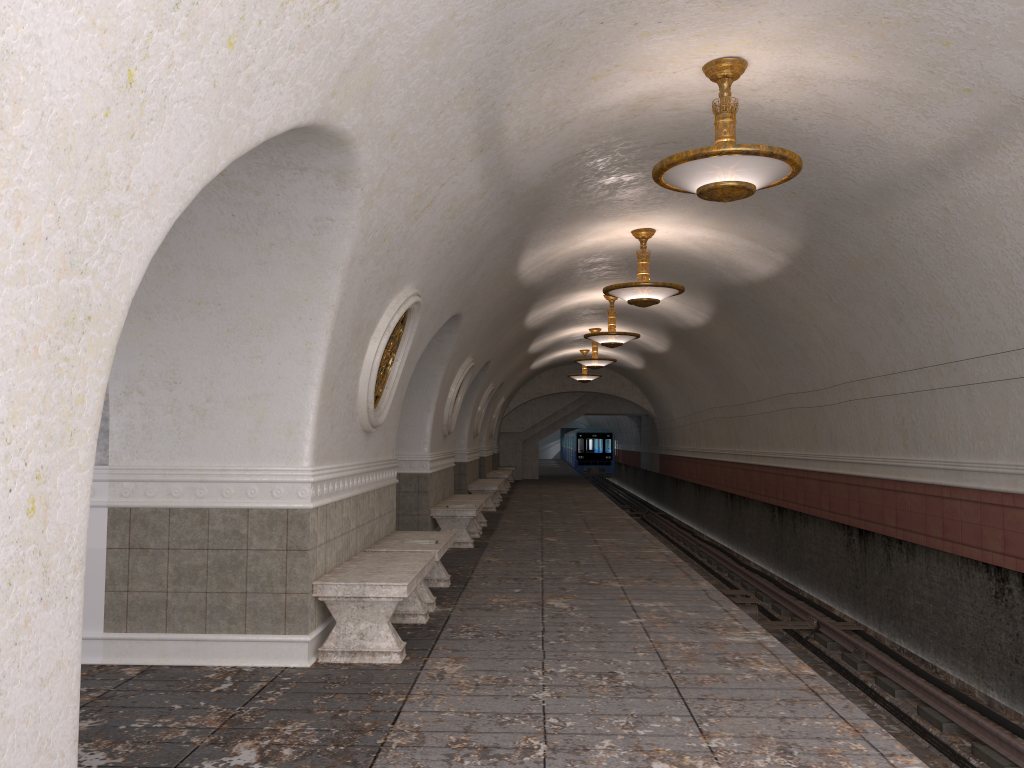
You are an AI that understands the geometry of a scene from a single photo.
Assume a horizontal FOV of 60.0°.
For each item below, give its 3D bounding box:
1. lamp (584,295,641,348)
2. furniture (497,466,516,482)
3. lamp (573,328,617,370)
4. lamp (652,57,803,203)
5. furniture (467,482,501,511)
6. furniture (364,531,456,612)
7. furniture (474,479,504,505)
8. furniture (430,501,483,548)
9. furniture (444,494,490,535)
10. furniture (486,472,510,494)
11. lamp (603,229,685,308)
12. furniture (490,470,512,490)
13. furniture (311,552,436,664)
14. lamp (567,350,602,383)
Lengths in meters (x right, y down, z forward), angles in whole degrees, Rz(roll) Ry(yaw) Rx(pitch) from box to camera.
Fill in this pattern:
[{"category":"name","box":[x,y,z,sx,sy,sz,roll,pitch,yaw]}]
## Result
[{"category":"lamp","box":[1.780,-1.109,15.797,1.008,0.955,1.008,-1,-4,18]},{"category":"furniture","box":[-0.174,3.101,30.550,0.613,0.508,1.509,0,-4,2]},{"category":"lamp","box":[1.931,-0.801,20.613,1.008,0.955,1.008,-1,-4,18]},{"category":"lamp","box":[1.475,-1.727,6.129,1.008,0.955,1.008,1,-4,-14]},{"category":"furniture","box":[-0.560,2.319,18.316,0.613,0.508,1.509,0,-4,2]},{"category":"furniture","box":[-0.885,1.660,7.994,0.613,0.508,1.509,0,-4,2]},{"category":"furniture","box":[-0.507,2.426,19.994,0.613,0.508,1.509,0,-4,2]},{"category":"furniture","box":[-0.749,1.936,12.311,0.613,0.508,1.509,0,-4,2]},{"category":"furniture","box":[-0.696,2.043,13.988,0.613,0.508,1.509,0,-4,2]},{"category":"furniture","box":[-0.372,2.699,24.264,0.613,0.508,1.509,0,-4,2]},{"category":"lamp","box":[1.628,-1.417,10.979,1.008,0.955,1.008,1,-4,-14]},{"category":"furniture","box":[-0.319,2.806,25.941,0.613,0.508,1.509,0,-4,2]},{"category":"furniture","box":[-0.938,1.553,6.317,0.613,0.508,1.509,0,-4,2]},{"category":"lamp","box":[2.083,-0.494,25.431,1.008,0.955,1.008,4,-5,-42]}]
